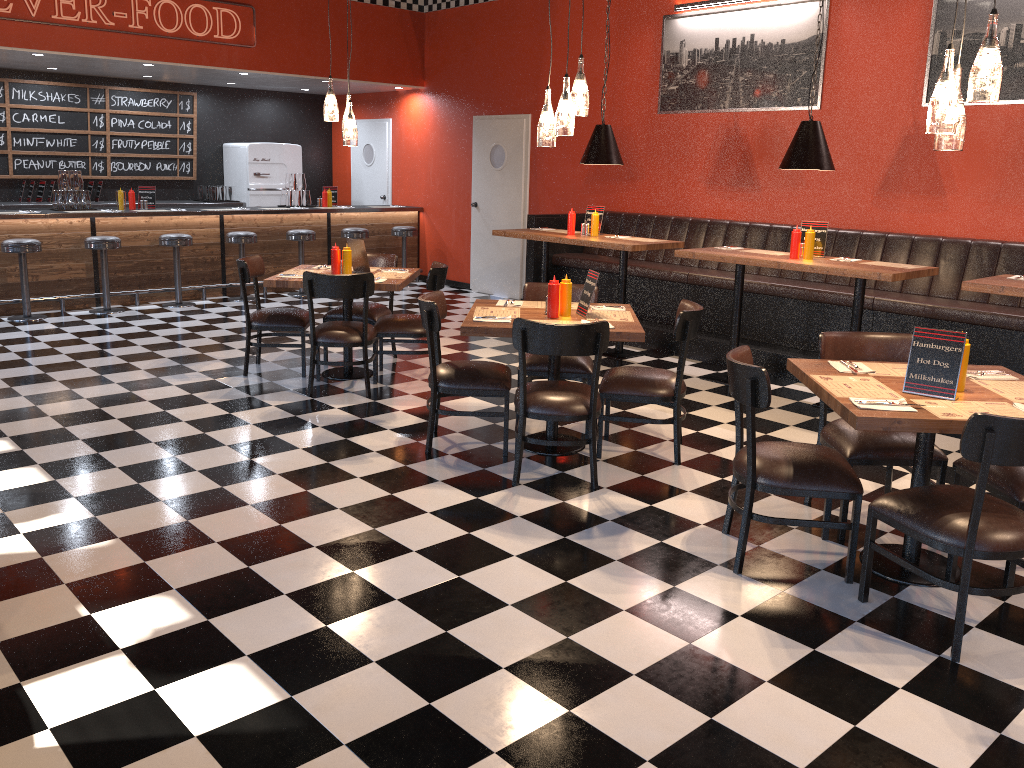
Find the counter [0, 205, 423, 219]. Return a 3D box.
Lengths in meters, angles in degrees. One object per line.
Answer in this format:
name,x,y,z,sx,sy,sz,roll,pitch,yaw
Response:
counter,-4.032,-1.920,9.900,7.067,0.050,0.679,-11,19,-41

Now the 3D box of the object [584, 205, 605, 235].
object,0.738,-1.485,8.036,0.189,0.255,0.072,11,15,38

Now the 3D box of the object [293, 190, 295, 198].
object,-2.786,-2.364,11.279,0.105,0.207,0.106,2,12,2

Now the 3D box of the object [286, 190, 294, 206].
object,-2.795,-2.330,11.140,0.105,0.207,0.106,2,12,2

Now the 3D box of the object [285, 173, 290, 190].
object,-2.816,-2.557,11.195,0.105,0.207,0.106,2,12,2

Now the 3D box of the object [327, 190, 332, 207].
object,-2.363,-2.410,11.455,0.068,0.236,0.068,5,12,16

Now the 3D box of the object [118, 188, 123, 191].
object,-4.318,-2.047,9.785,0.068,0.236,0.068,-5,14,-29

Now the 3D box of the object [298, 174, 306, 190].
object,-2.656,-2.554,11.202,0.105,0.207,0.106,2,12,2

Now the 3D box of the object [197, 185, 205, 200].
object,-4.251,-2.606,12.100,0.105,0.207,0.106,2,12,2

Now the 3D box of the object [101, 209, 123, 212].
object,-4.290,-1.855,9.471,0.256,0.019,0.158,14,19,42

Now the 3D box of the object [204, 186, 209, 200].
object,-4.132,-2.594,12.066,0.105,0.207,0.106,2,12,2

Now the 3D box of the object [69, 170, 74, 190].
object,-4.703,-2.190,9.515,0.105,0.207,0.106,2,12,2

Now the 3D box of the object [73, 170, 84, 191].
object,-4.624,-2.168,9.438,0.105,0.207,0.106,2,12,2

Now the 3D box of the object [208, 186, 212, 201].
object,-4.025,-2.547,11.890,0.105,0.207,0.106,2,12,2

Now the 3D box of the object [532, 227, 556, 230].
object,0.282,-1.488,8.488,0.158,0.019,0.256,15,19,42

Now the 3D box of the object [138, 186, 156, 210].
object,-4.100,-2.092,9.951,0.188,0.255,0.073,0,12,-7

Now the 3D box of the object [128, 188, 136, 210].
object,-4.218,-2.055,9.831,0.068,0.236,0.068,-5,14,-29

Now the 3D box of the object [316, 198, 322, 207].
object,-2.478,-2.356,11.440,0.047,0.135,0.094,12,16,41

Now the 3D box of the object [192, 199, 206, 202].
object,-4.132,-2.524,12.174,0.438,0.018,0.274,-11,19,-41

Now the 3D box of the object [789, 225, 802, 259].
object,2.029,-1.017,6.334,0.068,0.236,0.068,-3,13,-22

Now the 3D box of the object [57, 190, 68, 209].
object,-4.762,-1.943,9.376,0.105,0.207,0.106,2,12,2

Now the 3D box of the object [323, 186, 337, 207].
object,-2.381,-2.454,11.592,0.188,0.255,0.073,0,12,-7

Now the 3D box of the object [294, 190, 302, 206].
object,-2.707,-2.343,11.205,0.105,0.207,0.106,2,12,2

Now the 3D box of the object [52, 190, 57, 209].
object,-4.847,-1.963,9.447,0.105,0.207,0.106,2,12,2

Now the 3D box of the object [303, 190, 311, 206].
object,-2.611,-2.360,11.281,0.105,0.207,0.106,2,12,2

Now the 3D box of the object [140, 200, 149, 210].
object,-4.097,-2.006,9.859,0.094,0.135,0.047,3,12,7

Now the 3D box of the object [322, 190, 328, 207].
object,-2.400,-2.390,11.371,0.068,0.236,0.068,-1,12,-11

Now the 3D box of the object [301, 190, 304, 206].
object,-2.698,-2.381,11.358,0.105,0.207,0.106,2,12,2

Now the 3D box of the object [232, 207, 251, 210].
object,-3.206,-2.072,10.458,0.158,0.019,0.256,-11,18,-40

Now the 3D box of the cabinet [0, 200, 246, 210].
cabinet,-5.805,-1.659,10.605,5.304,0.990,0.679,-11,18,-41

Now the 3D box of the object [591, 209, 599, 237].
object,0.734,-1.425,7.833,0.068,0.236,0.068,6,13,22

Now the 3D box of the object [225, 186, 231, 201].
object,-3.858,-2.581,12.044,0.105,0.207,0.106,2,12,2

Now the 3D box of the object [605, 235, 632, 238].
object,0.921,-1.297,7.791,0.158,0.019,0.256,15,19,42

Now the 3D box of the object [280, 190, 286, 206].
object,-2.879,-2.350,11.212,0.105,0.207,0.106,2,12,2

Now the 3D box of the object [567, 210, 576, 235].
object,0.532,-1.453,7.925,0.068,0.236,0.068,6,13,22

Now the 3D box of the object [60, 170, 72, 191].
object,-4.719,-2.153,9.368,0.105,0.207,0.106,2,12,2

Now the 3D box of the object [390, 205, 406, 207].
object,-1.553,-2.407,11.982,0.158,0.019,0.257,-7,16,-31

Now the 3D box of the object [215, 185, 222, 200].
object,-4.070,-2.653,12.307,0.105,0.207,0.106,2,12,2

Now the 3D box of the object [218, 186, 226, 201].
object,-3.905,-2.551,11.919,0.105,0.207,0.106,2,12,2

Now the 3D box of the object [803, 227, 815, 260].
object,2.118,-1.007,6.305,0.068,0.236,0.068,-6,14,-33

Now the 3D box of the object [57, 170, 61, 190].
object,-4.783,-2.171,9.431,0.105,0.207,0.106,2,12,2

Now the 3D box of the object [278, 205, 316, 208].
object,-2.738,-2.264,11.279,0.438,0.018,0.274,-11,19,-41

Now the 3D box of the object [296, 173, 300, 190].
object,-2.736,-2.576,11.279,0.105,0.207,0.106,2,12,2

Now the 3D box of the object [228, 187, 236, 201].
object,-3.775,-2.560,11.965,0.105,0.207,0.106,2,12,2

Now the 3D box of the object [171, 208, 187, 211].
object,-3.737,-1.955,9.933,0.157,0.019,0.257,-5,16,-26

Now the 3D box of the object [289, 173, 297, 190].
object,-2.751,-2.540,11.133,0.105,0.207,0.106,2,12,2

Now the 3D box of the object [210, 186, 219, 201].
object,-3.961,-2.524,11.804,0.105,0.207,0.106,2,12,2

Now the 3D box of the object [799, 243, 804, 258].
object,2.081,-0.985,6.425,0.094,0.135,0.047,11,15,37

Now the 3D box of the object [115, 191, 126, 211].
object,-4.254,-1.994,9.642,0.105,0.207,0.106,2,12,2

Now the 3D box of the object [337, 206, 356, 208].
object,-2.154,-2.289,11.444,0.256,0.019,0.158,14,19,41

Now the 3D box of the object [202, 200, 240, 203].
object,-3.922,-2.465,11.960,0.438,0.018,0.274,-11,19,-41

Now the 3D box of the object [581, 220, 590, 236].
object,0.657,-1.398,7.930,0.094,0.135,0.047,11,15,37

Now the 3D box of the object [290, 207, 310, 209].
object,-2.640,-2.184,10.971,0.256,0.019,0.158,14,19,42
